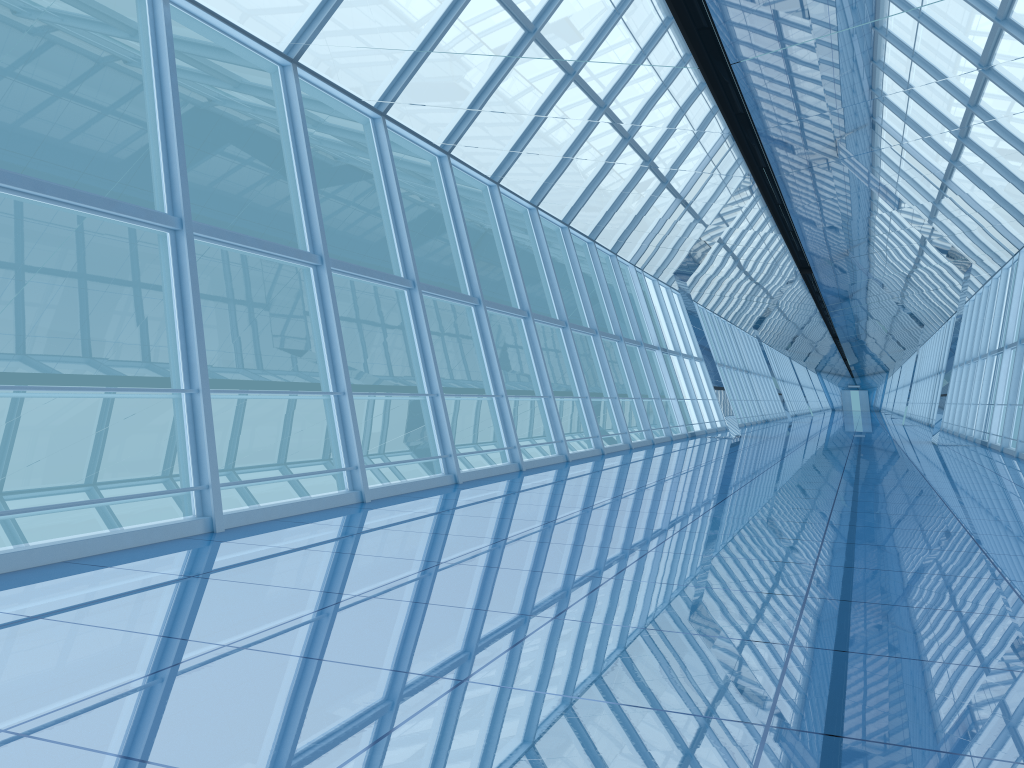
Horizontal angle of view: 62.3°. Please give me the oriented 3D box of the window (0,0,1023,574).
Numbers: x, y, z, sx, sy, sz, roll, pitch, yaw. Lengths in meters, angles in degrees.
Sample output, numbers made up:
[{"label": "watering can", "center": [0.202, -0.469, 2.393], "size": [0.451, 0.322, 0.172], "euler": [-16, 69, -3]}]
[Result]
[{"label": "window", "center": [18.388, -0.428, 46.856], "size": [9.869, 4.941, 106.139], "euler": [-1, -1, 23]}]
